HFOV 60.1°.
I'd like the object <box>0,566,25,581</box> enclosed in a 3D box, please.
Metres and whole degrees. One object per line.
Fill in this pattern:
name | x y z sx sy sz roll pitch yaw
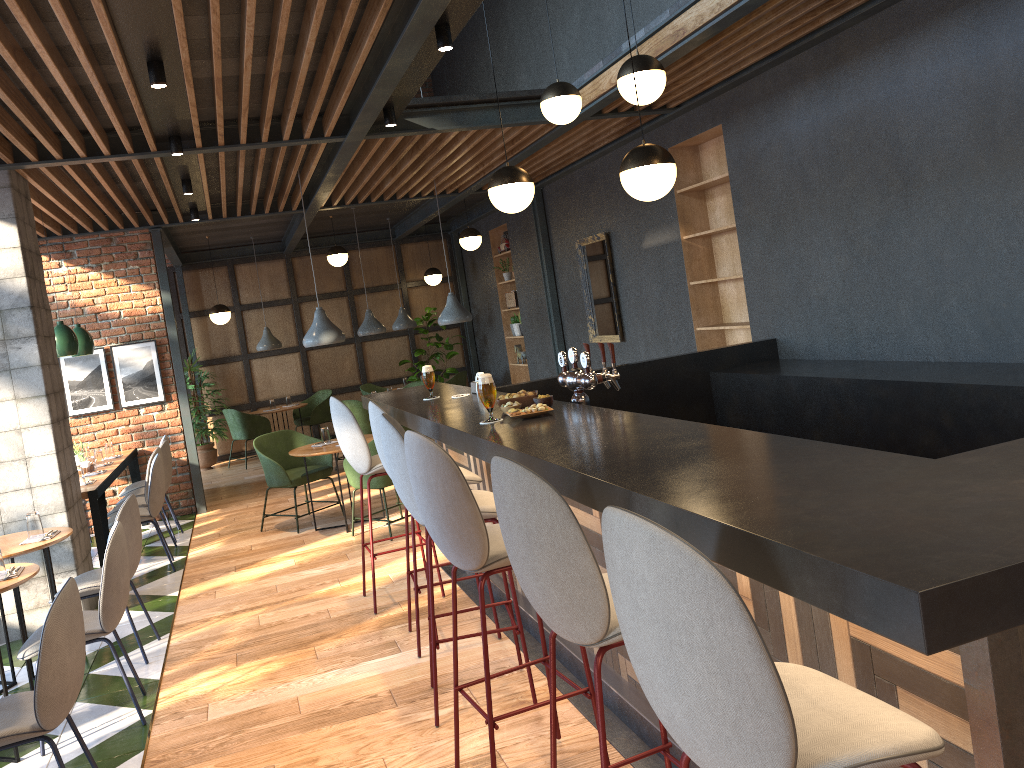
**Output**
object | -2.278 0.851 3.952 0.158 0.019 0.243 -10 5 -20

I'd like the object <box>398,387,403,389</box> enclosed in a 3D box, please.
object | -1.526 0.045 12.680 0.157 0.019 0.244 -6 5 27

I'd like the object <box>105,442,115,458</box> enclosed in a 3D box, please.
object | -3.761 0.616 8.275 0.080 0.138 0.080 -11 4 -44

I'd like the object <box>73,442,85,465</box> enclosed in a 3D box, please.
object | -3.680 0.610 7.461 0.146 0.276 0.145 -11 3 -36

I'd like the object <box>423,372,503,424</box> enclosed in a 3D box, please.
object | -0.150 0.039 4.072 0.322 0.106 1.511 -10 5 -14

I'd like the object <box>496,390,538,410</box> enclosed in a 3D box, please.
object | 0.025 0.066 3.645 0.168 0.072 0.169 -8 4 3

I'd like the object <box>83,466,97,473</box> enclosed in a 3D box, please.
object | -3.622 0.721 7.431 0.252 0.046 0.253 -13 7 -43

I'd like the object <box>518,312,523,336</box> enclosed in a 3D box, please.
object | 0.155 -0.825 11.885 0.143 0.349 0.144 -9 3 0

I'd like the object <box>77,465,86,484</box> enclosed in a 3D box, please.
object | -3.251 0.680 6.650 0.080 0.138 0.080 -8 3 6

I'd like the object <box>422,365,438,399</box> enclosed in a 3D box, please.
object | -0.442 -0.013 4.729 0.070 0.177 0.070 -9 3 -14

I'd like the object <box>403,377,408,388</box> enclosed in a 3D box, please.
object | -1.521 -0.021 12.656 0.080 0.138 0.080 -11 4 -40

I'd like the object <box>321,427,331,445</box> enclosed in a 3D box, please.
object | -1.575 0.435 7.476 0.080 0.138 0.080 -11 3 -35

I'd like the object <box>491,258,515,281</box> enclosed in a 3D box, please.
object | -0.058 -1.580 12.137 0.175 0.328 0.536 -11 5 -38

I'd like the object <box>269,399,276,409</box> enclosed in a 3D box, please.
object | -3.317 0.285 12.261 0.080 0.138 0.080 -11 4 -39

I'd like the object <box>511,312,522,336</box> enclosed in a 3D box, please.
object | 0.082 -0.823 12.113 0.213 0.329 0.233 -9 3 -12

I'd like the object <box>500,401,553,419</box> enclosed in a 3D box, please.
object | 0.053 0.095 3.382 0.164 0.052 0.292 -9 5 -9

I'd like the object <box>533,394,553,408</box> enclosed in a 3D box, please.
object | 0.122 0.070 3.502 0.078 0.060 0.108 -9 4 -9

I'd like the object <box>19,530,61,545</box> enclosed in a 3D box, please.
object | -2.536 0.821 4.758 0.158 0.019 0.243 -10 5 -12

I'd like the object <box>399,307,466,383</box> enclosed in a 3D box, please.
object | -1.166 -0.272 13.359 1.058 1.791 0.722 -9 3 -7

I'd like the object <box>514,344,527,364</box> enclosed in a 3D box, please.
object | 0.147 -0.415 12.160 0.151 0.257 0.521 -10 4 -17

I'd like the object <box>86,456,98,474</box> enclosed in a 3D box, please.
object | -3.427 0.658 7.208 0.080 0.138 0.080 -7 4 36

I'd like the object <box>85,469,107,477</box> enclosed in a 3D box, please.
object | -3.389 0.720 7.198 0.158 0.019 0.243 -10 5 -17

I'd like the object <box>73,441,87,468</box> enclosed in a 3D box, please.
object | -3.588 0.600 7.376 0.116 0.281 0.127 -10 3 -22

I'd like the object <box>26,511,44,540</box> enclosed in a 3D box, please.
object | -2.573 0.758 4.771 0.080 0.138 0.080 -6 4 41

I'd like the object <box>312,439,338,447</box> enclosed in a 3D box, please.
object | -1.569 0.498 7.509 0.157 0.019 0.244 -4 7 42

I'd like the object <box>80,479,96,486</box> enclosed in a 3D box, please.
object | -3.213 0.742 6.639 0.158 0.019 0.243 -10 5 -17

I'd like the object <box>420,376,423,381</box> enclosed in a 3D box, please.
object | -1.261 -0.050 12.537 0.080 0.138 0.080 -9 3 -10

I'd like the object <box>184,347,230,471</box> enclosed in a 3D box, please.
object | -4.401 0.345 12.300 0.911 1.719 0.983 -6 4 38

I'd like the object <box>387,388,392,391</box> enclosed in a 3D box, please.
object | -1.525 0.117 11.072 0.080 0.138 0.080 -8 3 20

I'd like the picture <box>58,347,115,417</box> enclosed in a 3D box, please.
picture | -4.196 -0.019 8.723 0.431 0.630 0.015 -10 2 -17

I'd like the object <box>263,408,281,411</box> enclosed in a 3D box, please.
object | -3.330 0.354 12.252 0.242 0.019 0.158 -5 6 38

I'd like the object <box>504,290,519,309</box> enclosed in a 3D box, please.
object | 0.065 -1.166 12.140 0.199 0.241 0.340 -10 4 -22

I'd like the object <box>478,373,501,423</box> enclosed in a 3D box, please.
object | -0.090 0.050 3.355 0.070 0.182 0.070 -8 3 3

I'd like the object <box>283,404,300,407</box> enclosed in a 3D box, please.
object | -3.113 0.300 12.503 0.242 0.019 0.158 -5 6 38

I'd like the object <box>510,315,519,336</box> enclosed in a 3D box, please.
object | 0.054 -0.820 12.329 0.173 0.295 0.189 -11 4 -43

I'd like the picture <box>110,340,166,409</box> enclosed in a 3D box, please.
picture | -3.744 -0.100 8.867 0.431 0.630 0.015 -10 2 -17

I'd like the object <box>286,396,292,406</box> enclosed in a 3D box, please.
object | -3.153 0.240 12.495 0.080 0.138 0.080 -11 4 -39

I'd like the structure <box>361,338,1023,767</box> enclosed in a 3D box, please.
structure | 1.215 0.396 3.803 2.923 1.393 4.922 -10 5 -17

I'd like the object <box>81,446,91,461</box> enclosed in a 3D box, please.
object | -3.951 0.650 8.217 0.080 0.138 0.080 -8 3 4

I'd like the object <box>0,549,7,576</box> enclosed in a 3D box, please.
object | -2.317 0.790 3.961 0.080 0.138 0.080 -7 3 22

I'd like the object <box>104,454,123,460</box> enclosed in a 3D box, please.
object | -3.723 0.679 8.264 0.158 0.019 0.243 -10 5 -17

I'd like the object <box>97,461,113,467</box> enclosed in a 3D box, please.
object | -3.576 0.702 7.735 0.158 0.019 0.243 -10 5 -17

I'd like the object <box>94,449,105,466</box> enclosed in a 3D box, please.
object | -3.614 0.640 7.745 0.080 0.138 0.080 -11 4 -44

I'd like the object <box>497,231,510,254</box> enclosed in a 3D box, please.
object | -0.055 -1.935 12.061 0.204 0.284 0.517 -10 4 -17

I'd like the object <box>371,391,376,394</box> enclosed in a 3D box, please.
object | -1.684 0.161 10.834 0.080 0.138 0.080 -8 3 20
